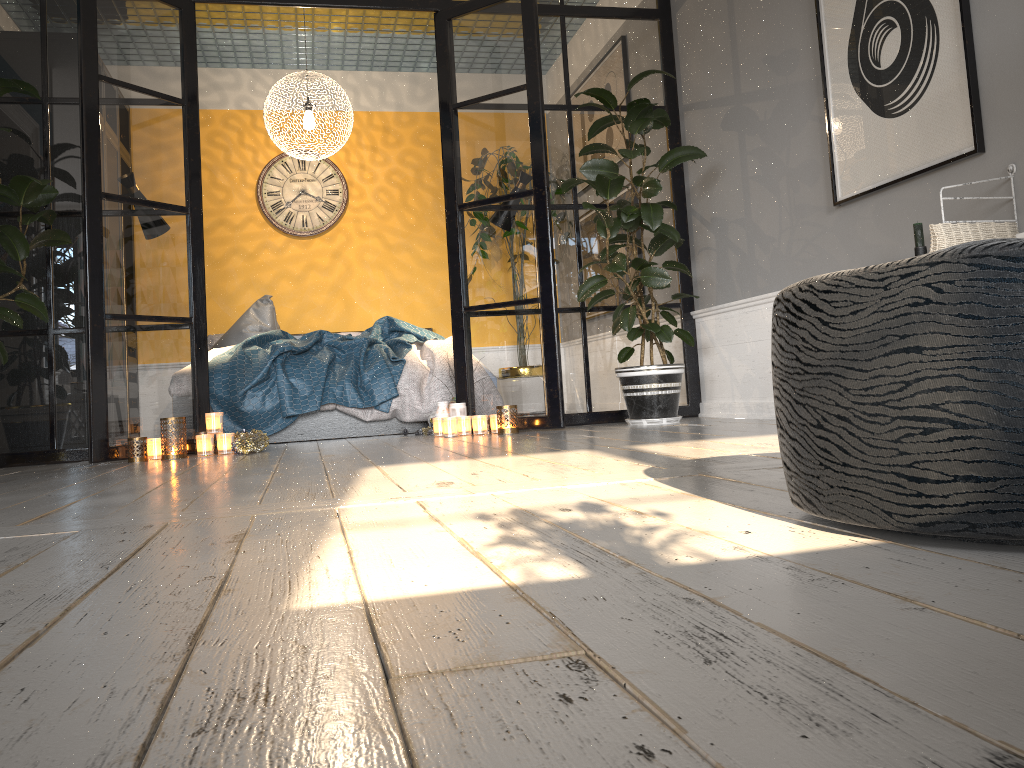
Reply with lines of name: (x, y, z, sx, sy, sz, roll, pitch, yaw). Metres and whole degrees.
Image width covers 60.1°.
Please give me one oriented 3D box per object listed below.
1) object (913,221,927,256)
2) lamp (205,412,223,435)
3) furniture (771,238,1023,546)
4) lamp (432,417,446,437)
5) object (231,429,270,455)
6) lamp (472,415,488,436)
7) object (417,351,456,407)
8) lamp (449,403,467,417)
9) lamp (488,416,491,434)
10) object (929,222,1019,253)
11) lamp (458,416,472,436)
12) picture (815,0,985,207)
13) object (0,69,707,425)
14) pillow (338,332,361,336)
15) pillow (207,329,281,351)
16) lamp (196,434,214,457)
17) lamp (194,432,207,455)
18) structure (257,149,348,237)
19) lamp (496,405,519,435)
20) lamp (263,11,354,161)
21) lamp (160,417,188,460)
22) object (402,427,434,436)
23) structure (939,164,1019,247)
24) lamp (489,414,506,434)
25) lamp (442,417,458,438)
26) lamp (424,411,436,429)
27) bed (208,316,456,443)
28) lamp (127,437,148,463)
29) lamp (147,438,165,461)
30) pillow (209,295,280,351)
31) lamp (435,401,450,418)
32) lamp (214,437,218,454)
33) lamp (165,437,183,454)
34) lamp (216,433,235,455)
object: (1.441, -0.210, 2.909, 0.092, 0.704, 0.278, -2, -4, -21)
lamp: (-1.375, 0.182, 4.091, 0.080, 0.099, 0.080, -5, -3, 27)
furniture: (0.747, -0.005, 1.234, 0.736, 0.358, 0.732, -3, -1, -26)
lamp: (-0.365, 0.221, 4.540, 0.080, 0.099, 0.080, -6, -4, 41)
object: (-1.298, 0.277, 4.304, 0.192, 0.118, 0.714, -3, -1, -24)
lamp: (-0.161, 0.207, 4.449, 0.080, 0.099, 0.080, -5, -3, 27)
object: (-0.261, 0.009, 4.941, 0.436, 0.524, 0.278, -5, -4, 27)
lamp: (-0.276, 0.183, 4.586, 0.092, 0.167, 0.089, -7, -5, 43)
lamp: (-0.127, 0.210, 4.543, 0.063, 0.091, 0.063, -2, -4, -31)
object: (1.499, -0.351, 2.358, 0.329, 0.308, 0.782, -3, -1, -12)
lamp: (-0.242, 0.213, 4.480, 0.080, 0.099, 0.080, -5, -3, 27)
picture: (-0.605, -1.359, 3.032, 4.041, 1.802, 7.265, -3, -1, -13)
object: (-0.831, -0.603, 4.144, 3.898, 1.803, 1.006, -3, -3, -14)
pillow: (-1.173, -0.279, 6.479, 0.483, 0.228, 0.593, -4, -1, 36)
pillow: (-1.950, -0.227, 6.722, 0.756, 0.457, 0.512, -2, -3, -42)
lamp: (-1.414, 0.283, 4.078, 0.080, 0.099, 0.080, -5, -3, 27)
lamp: (-1.499, 0.287, 4.295, 0.081, 0.107, 0.080, -3, -3, -14)
structure: (-1.706, -1.560, 7.220, 0.727, 0.728, 0.070, -3, -4, -13)
lamp: (-0.022, 0.177, 4.364, 0.107, 0.141, 0.107, -6, -4, 40)
lamp: (-1.434, -2.111, 6.203, 0.615, 1.101, 0.615, -5, -4, 27)
lamp: (-1.525, 0.245, 3.989, 0.115, 0.188, 0.114, -3, -3, -15)
object: (-0.503, 0.262, 4.866, 0.325, 0.054, 0.087, -4, -1, 41)
structure: (1.747, -0.468, 1.390, 0.308, 0.488, 2.765, -3, -1, -13)
lamp: (-0.070, 0.202, 4.449, 0.080, 0.099, 0.080, -5, -3, 27)
lamp: (-0.309, 0.217, 4.419, 0.080, 0.099, 0.080, -5, -3, 27)
lamp: (-0.415, 0.214, 4.894, 0.108, 0.132, 0.095, -1, -4, -43)
bed: (-1.190, -0.056, 6.011, 1.899, 0.773, 2.313, -3, -1, -13)
lamp: (-1.665, 0.294, 3.937, 0.084, 0.111, 0.084, -1, -4, -37)
lamp: (-1.614, 0.296, 4.013, 0.080, 0.099, 0.080, -5, -3, 27)
pillow: (-1.860, -0.332, 6.321, 0.783, 0.602, 0.497, -3, -3, -7)
lamp: (-0.361, 0.183, 4.669, 0.092, 0.180, 0.092, -4, -4, 7)
lamp: (-1.377, 0.292, 4.189, 0.069, 0.081, 0.068, -3, -3, -6)
lamp: (-1.559, 0.293, 4.086, 0.080, 0.099, 0.080, -5, -3, 27)
lamp: (-1.323, 0.278, 4.092, 0.080, 0.099, 0.080, -5, -3, 27)
